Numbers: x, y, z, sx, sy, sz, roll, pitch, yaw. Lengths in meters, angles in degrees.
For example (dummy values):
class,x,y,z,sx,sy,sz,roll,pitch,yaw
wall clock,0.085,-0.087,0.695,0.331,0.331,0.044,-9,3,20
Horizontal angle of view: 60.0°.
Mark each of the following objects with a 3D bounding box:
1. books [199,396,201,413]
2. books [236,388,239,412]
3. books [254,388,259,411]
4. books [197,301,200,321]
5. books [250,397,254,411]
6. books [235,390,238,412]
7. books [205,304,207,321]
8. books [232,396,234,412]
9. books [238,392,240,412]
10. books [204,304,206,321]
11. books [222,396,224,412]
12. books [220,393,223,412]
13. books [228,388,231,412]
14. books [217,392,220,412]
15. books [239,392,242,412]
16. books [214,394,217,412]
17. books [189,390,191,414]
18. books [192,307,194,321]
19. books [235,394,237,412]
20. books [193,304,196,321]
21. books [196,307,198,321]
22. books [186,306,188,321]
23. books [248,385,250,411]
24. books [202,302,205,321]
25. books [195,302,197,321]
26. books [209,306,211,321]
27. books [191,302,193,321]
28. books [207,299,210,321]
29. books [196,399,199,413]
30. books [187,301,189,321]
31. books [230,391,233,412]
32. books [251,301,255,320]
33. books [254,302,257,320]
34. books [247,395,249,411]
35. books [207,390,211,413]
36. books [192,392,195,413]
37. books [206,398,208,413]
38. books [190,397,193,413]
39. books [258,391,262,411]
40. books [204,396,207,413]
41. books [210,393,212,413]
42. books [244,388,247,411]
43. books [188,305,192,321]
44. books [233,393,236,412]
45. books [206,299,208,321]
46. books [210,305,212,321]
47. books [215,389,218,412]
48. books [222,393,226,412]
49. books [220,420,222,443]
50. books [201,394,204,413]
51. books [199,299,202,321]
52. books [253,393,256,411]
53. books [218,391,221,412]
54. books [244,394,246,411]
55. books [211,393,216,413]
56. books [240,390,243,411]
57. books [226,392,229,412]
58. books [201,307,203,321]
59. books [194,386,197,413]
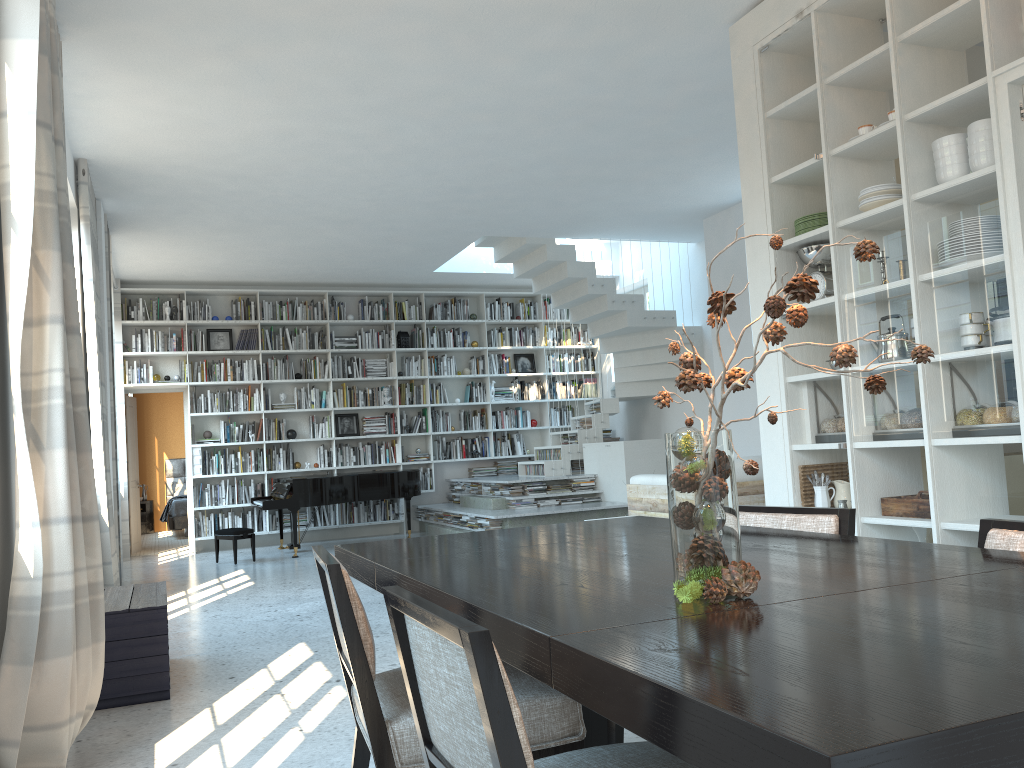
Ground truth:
class,x,y,z,sx,sy,sz,roll,pitch,yaw
books,-3.758,0.259,10.671,0.042,0.208,0.143,-2,-4,-22
books,-3.361,0.200,10.845,0.011,0.304,0.130,-2,-4,-22
books,-3.145,0.202,10.923,0.027,0.285,0.148,-2,-4,-22
books,-3.801,-0.866,10.741,0.016,0.260,0.154,-2,-4,-22
books,-3.195,0.254,10.893,0.030,0.183,0.152,-2,-4,-22
books,-3.365,0.215,10.825,0.012,0.272,0.145,-2,-4,-22
books,-3.711,-0.846,10.765,0.021,0.213,0.173,-2,-4,-22
books,-3.405,0.250,10.814,0.021,0.205,0.130,-2,-4,-22
books,-3.347,0.225,10.843,0.011,0.251,0.139,-2,-4,-22
books,-3.729,-0.847,10.765,0.013,0.219,0.181,-2,-4,-22
books,-3.518,0.255,10.777,0.010,0.204,0.139,-2,-4,-22
books,-3.525,0.236,10.747,0.024,0.237,0.167,-2,-4,-22
books,-3.439,0.203,10.793,0.013,0.299,0.152,-2,-4,-22
books,-3.556,0.232,10.734,0.021,0.247,0.189,-2,-4,-22
books,-3.333,0.230,10.858,0.028,0.242,0.131,-2,-4,-22
books,-3.586,0.243,10.732,0.014,0.229,0.148,-2,-4,-22
books,-3.864,0.225,10.636,0.012,0.285,0.159,-2,-4,-22
books,-3.859,-0.829,10.731,0.017,0.193,0.129,-2,-4,-22
books,-3.376,0.238,10.824,0.013,0.227,0.152,-2,-4,-22
books,-3.840,-0.846,10.722,0.013,0.225,0.177,-2,-4,-22
books,-3.817,-0.830,10.745,0.014,0.192,0.146,-2,-4,-22
books,-3.919,-0.833,10.695,0.017,0.204,0.142,-2,-4,-22
books,-3.229,0.184,10.882,0.035,0.325,0.170,-2,-4,-22
books,-3.746,-0.863,10.770,0.013,0.252,0.129,-2,-4,-22
books,-3.829,-0.855,10.733,0.016,0.243,0.156,-2,-4,-22
books,-3.680,-0.839,10.793,0.014,0.201,0.170,-2,-4,-22
books,-3.869,-0.858,10.714,0.012,0.249,0.180,-2,-4,-22
books,-3.702,-0.883,10.806,0.015,0.293,0.131,-2,-4,-22
books,-3.773,0.272,10.644,0.037,0.182,0.189,-2,-4,-22
books,-3.912,-0.860,10.706,0.007,0.258,0.156,-2,-4,-22
books,-3.425,0.225,10.807,0.021,0.256,0.156,-2,-4,-22
books,-3.214,-0.881,10.976,0.031,0.254,0.178,-2,-4,-22
books,-3.186,-0.879,11.003,0.039,0.252,0.146,-2,-4,-22
books,-3.247,0.245,10.869,0.013,0.203,0.161,-2,-4,-22
books,-3.662,0.220,10.708,0.023,0.281,0.174,-2,-4,-22
books,-3.814,0.231,10.627,0.027,0.266,0.176,-2,-4,-22
books,-3.688,0.269,10.717,0.021,0.187,0.129,-2,-4,-22
books,-3.841,0.261,10.632,0.026,0.209,0.155,-2,-4,-22
books,-3.115,0.215,10.934,0.036,0.257,0.123,-2,-4,-22
books,-3.695,0.258,10.668,0.028,0.203,0.188,-2,-4,-22
books,-3.642,0.236,10.705,0.011,0.246,0.176,-2,-4,-22
books,-3.268,0.203,10.880,0.015,0.292,0.144,-2,-4,-22
books,-3.892,-0.837,10.712,0.032,0.210,0.158,-2,-4,-22
books,-3.384,0.236,10.808,0.013,0.229,0.177,-2,-4,-22
books,-3.708,-0.888,10.792,0.007,0.301,0.145,-2,-4,-22
books,-3.672,-0.843,10.807,0.013,0.210,0.136,-2,-4,-22
books,-3.575,0.211,10.737,0.011,0.293,0.183,-2,-4,-22
books,-3.497,0.234,10.767,0.023,0.242,0.184,-2,-4,-22
books,-3.522,0.580,10.729,0.012,0.285,0.159,-2,-4,-22
books,-3.723,0.243,10.669,0.022,0.235,0.177,-2,-4,-22
books,-3.775,-0.877,10.734,0.015,0.279,0.190,-2,-4,-22
books,-3.169,0.233,10.906,0.031,0.223,0.145,-2,-4,-22
books,-3.548,0.222,10.757,0.011,0.270,0.158,-2,-4,-22
books,-3.281,0.239,10.867,0.021,0.220,0.148,-2,-4,-22
books,-3.623,0.239,10.738,0.049,0.242,0.139,-2,-4,-22
books,-3.303,0.211,10.841,0.015,0.275,0.157,-2,-4,-22
books,-3.472,0.227,10.797,0.048,0.256,0.141,-2,-4,-22
books,-3.759,-0.828,10.756,0.026,0.182,0.161,-2,-4,-22
books,-3.798,0.196,10.634,0.012,0.333,0.185,-2,-4,-22
